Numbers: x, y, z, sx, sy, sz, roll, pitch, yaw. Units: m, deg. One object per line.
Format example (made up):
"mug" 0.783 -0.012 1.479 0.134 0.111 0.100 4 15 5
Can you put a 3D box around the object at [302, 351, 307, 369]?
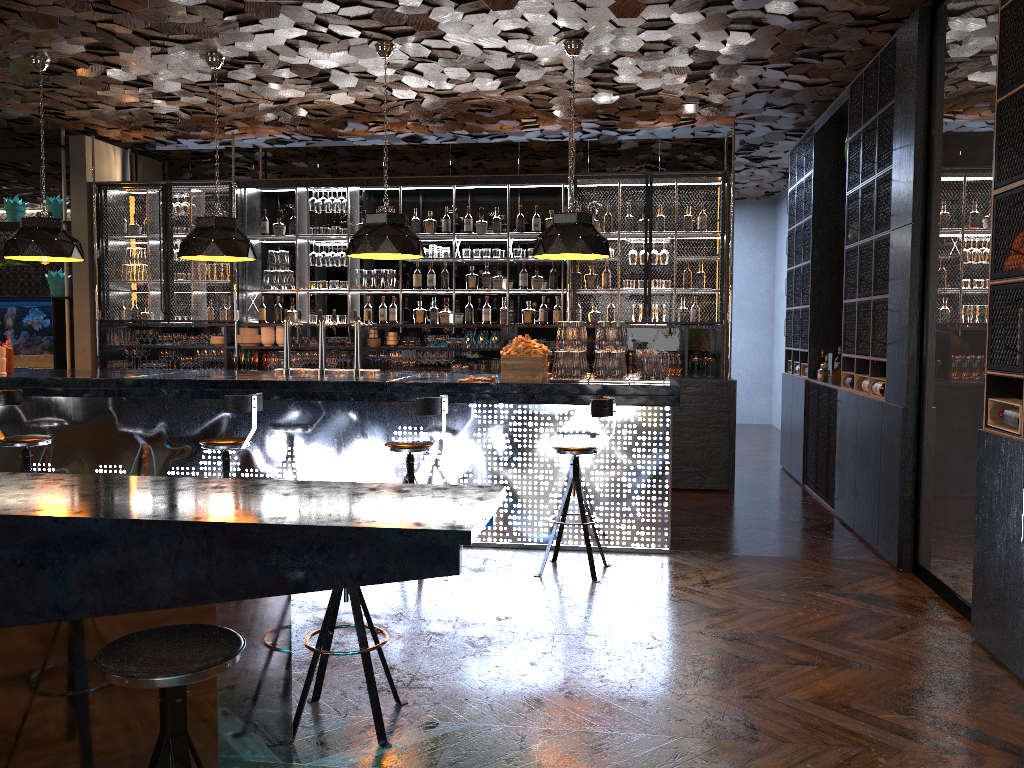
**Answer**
"object" -2.231 -0.244 9.521 0.084 0.216 0.084 2 4 19

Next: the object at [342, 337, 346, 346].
"object" -1.813 -0.455 9.538 0.093 0.099 0.093 0 4 -5

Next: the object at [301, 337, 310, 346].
"object" -2.198 -0.449 9.428 0.089 0.100 0.100 4 5 44

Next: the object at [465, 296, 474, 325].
"object" -0.447 -0.773 9.309 0.086 0.297 0.086 3 5 41

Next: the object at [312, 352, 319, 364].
"object" -2.071 -0.233 9.365 0.084 0.216 0.084 -3 5 -40

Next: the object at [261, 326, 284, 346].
"object" -2.534 -0.514 9.494 0.309 0.216 0.149 1 4 5

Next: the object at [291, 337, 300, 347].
"object" -2.287 -0.447 9.383 0.100 0.100 0.089 1 4 12

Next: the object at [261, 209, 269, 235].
"object" -2.671 -1.738 9.597 0.086 0.298 0.086 -2 4 -34

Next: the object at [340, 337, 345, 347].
"object" -1.832 -0.449 9.438 0.093 0.099 0.093 -1 4 -21

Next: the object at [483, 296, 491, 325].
"object" -0.264 -0.773 9.318 0.086 0.298 0.086 -2 4 -34

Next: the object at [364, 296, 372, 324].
"object" -1.538 -0.788 9.482 0.086 0.299 0.086 -2 4 -34

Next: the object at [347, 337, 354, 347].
"object" -1.714 -0.445 9.413 0.095 0.096 0.095 1 4 8

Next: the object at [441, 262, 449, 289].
"object" -0.704 -1.140 9.348 0.086 0.297 0.086 -2 4 -34

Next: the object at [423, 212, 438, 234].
"object" -0.858 -1.686 9.330 0.151 0.248 0.094 1 4 11

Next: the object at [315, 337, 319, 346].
"object" -2.041 -0.449 9.412 0.109 0.100 0.109 0 4 -9

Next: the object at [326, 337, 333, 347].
"object" -1.935 -0.447 9.394 0.093 0.099 0.093 2 4 24

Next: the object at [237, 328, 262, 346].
"object" -2.837 -0.509 9.567 0.306 0.195 0.300 1 4 9

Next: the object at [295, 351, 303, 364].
"object" -2.254 -0.236 9.390 0.084 0.216 0.084 0 4 -4

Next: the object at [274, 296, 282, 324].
"object" -2.527 -0.799 9.579 0.086 0.297 0.086 3 5 41

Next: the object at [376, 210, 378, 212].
"object" -1.419 -1.705 9.403 0.083 0.282 0.083 0 4 -8

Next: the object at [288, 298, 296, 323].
"object" -2.370 -0.788 9.571 0.123 0.279 0.123 2 4 21

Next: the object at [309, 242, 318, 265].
"object" -2.108 -1.387 9.421 0.092 0.244 0.092 -2 4 -32

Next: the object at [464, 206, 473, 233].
"object" -0.455 -1.707 9.285 0.086 0.298 0.086 -2 4 -34

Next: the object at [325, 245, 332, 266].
"object" -1.978 -1.395 9.570 0.092 0.244 0.092 -2 4 -32

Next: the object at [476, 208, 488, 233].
"object" -0.318 -1.694 9.246 0.123 0.279 0.123 0 4 -4

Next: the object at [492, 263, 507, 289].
"object" -0.130 -1.122 9.257 0.123 0.279 0.123 2 4 21

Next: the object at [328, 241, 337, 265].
"object" -1.901 -1.384 9.394 0.092 0.244 0.092 -2 4 -32

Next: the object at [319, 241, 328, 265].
"object" -1.999 -1.385 9.407 0.092 0.244 0.092 -2 4 -32

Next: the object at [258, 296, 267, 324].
"object" -2.713 -0.803 9.634 0.086 0.299 0.086 -2 4 -34

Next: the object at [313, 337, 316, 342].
"object" -2.164 -0.463 9.647 0.089 0.100 0.100 0 4 1

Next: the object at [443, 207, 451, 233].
"object" -0.686 -1.710 9.321 0.086 0.298 0.086 -2 4 -34

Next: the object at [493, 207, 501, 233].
"object" -0.156 -1.695 9.239 0.083 0.282 0.083 1 4 7

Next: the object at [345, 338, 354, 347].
"object" -1.702 -0.439 9.307 0.095 0.096 0.095 -1 4 -19

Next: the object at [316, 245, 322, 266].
"object" -2.087 -1.397 9.584 0.092 0.244 0.092 -2 4 -32

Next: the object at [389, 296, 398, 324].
"object" -1.264 -0.785 9.448 0.086 0.298 0.086 -2 4 -34

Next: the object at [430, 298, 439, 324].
"object" -0.823 -0.771 9.383 0.083 0.282 0.083 1 4 7

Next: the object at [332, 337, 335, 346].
"object" -1.921 -0.454 9.501 0.093 0.099 0.093 0 4 -5

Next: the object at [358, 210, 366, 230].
"object" -1.575 -1.704 9.425 0.123 0.279 0.123 0 4 -4

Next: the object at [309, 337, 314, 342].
"object" -2.182 -0.457 9.548 0.100 0.100 0.089 -3 5 -41

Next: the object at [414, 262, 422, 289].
"object" -0.999 -1.144 9.389 0.086 0.299 0.086 -2 4 -34

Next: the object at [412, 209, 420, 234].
"object" -1.017 -1.706 9.351 0.083 0.282 0.083 0 4 -8

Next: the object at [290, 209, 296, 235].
"object" -2.344 -1.732 9.526 0.086 0.299 0.086 -2 4 -34

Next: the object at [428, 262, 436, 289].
"object" -0.851 -1.145 9.395 0.086 0.298 0.086 -2 4 -34

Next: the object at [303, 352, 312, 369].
"object" -2.161 -0.235 9.376 0.084 0.216 0.084 2 4 23

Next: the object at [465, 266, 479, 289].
"object" -0.419 -1.111 9.309 0.151 0.248 0.094 0 4 -4

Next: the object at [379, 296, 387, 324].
"object" -1.378 -0.789 9.486 0.086 0.298 0.086 -2 4 -34

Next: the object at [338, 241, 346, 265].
"object" -1.798 -1.383 9.381 0.092 0.244 0.092 -2 4 -32

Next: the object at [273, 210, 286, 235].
"object" -2.500 -1.722 9.530 0.123 0.279 0.123 0 4 -4

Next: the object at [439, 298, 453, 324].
"object" -0.688 -0.766 9.352 0.123 0.279 0.123 2 4 21

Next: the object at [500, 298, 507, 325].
"object" -0.083 -0.762 9.287 0.083 0.282 0.083 0 4 -8

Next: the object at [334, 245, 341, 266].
"object" -1.880 -1.394 9.557 0.092 0.244 0.092 -2 4 -32

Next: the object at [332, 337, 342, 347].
"object" -1.841 -0.443 9.335 0.093 0.099 0.093 2 4 27

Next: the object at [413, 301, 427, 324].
"object" -0.976 -0.755 9.404 0.151 0.248 0.094 0 4 -4

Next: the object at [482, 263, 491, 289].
"object" -0.265 -1.127 9.288 0.083 0.282 0.083 1 4 7

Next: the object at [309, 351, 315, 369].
"object" -2.141 -0.243 9.506 0.084 0.216 0.084 0 4 0
